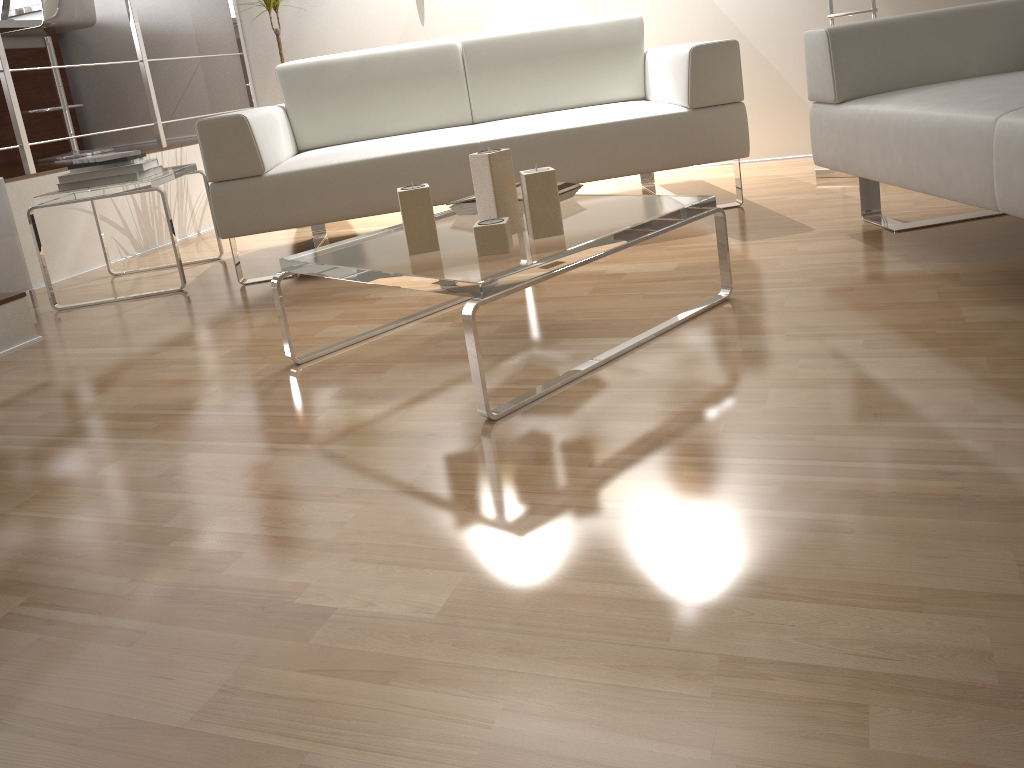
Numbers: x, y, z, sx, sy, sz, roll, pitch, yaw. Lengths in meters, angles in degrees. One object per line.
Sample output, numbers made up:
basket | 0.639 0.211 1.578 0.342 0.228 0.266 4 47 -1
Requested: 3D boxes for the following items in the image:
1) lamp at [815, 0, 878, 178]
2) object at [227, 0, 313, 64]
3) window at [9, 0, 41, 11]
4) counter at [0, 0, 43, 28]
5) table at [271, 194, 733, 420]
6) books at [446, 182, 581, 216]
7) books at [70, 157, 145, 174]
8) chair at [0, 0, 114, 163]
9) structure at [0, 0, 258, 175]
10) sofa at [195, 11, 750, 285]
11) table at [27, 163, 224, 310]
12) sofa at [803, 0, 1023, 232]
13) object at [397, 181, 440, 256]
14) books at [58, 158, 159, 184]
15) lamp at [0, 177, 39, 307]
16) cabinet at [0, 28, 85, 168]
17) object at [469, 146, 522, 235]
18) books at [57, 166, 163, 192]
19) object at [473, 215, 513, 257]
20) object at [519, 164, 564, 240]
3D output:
lamp | 1.228 -1.592 3.200 0.366 1.613 0.215 3 17 42
object | -1.087 -1.503 4.176 0.441 1.423 0.519 0 16 35
window | -3.051 -2.945 5.381 0.841 1.223 0.147 -2 14 23
counter | -3.252 -1.957 4.529 0.836 0.307 2.194 -1 21 22
table | -0.019 -0.241 2.028 0.818 0.240 0.708 -25 25 -39
books | 0.007 -0.480 2.233 0.293 0.054 0.211 7 25 36
books | -1.447 -0.786 3.141 0.217 0.014 0.157 -11 20 -7
chair | -2.440 -1.647 4.721 0.424 0.818 0.402 -4 14 18
structure | -1.913 -1.491 3.800 0.057 1.011 2.425 -4 19 23
sofa | -0.137 -0.937 3.274 1.783 0.714 0.942 -9 17 -2
table | -1.420 -0.573 3.285 0.464 0.386 0.572 -9 18 -1
sofa | 1.357 -0.576 1.688 0.906 0.711 1.855 -9 19 -1
object | -0.199 -0.354 1.847 0.067 0.145 0.069 -10 14 -6
books | -1.444 -0.766 3.145 0.288 0.026 0.235 -11 20 -7
lamp | -1.871 -0.470 3.078 0.198 0.464 0.200 -3 14 23
cabinet | -3.281 -1.414 4.565 0.632 0.722 1.928 -2 20 22
object | -0.036 -0.418 1.890 0.069 0.190 0.067 -20 17 -40
books | -1.440 -0.741 3.150 0.287 0.026 0.237 -8 20 3
object | -0.038 -0.299 1.738 0.067 0.071 0.070 -6 16 8
object | 0.060 -0.383 1.820 0.067 0.146 0.069 -10 14 -6
